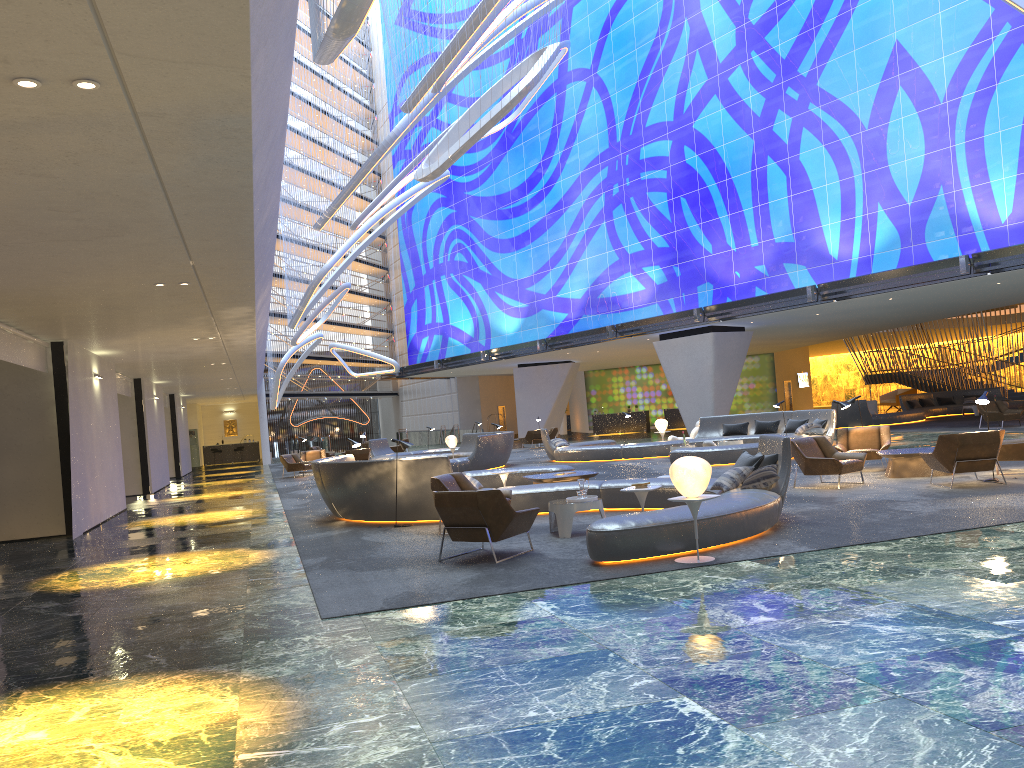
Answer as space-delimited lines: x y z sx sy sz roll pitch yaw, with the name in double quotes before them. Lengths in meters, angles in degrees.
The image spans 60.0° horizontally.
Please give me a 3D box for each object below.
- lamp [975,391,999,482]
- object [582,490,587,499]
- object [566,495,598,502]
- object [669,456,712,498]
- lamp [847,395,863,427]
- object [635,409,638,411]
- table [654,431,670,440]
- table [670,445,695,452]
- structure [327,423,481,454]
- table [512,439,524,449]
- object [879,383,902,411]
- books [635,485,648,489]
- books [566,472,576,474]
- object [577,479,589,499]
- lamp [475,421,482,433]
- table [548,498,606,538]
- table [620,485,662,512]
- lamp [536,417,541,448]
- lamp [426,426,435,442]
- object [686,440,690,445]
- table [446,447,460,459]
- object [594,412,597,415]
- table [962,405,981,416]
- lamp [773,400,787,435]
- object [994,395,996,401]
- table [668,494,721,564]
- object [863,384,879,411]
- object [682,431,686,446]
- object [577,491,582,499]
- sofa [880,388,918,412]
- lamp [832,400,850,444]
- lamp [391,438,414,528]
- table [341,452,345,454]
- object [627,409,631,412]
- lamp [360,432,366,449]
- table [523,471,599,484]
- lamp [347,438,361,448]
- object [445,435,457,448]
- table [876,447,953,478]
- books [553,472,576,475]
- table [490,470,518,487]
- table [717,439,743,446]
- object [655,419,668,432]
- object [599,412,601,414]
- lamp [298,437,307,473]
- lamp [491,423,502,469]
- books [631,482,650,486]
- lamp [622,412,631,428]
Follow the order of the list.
"lamp" 6.768 0.750 12.619 0.202 1.300 0.383 -5 0 36
"object" 0.878 1.344 10.681 0.071 0.118 0.071 -5 -1 42
"object" 0.848 1.391 10.729 0.381 0.038 0.382 -4 -2 -24
"object" 1.670 0.870 8.288 0.366 0.387 0.318 -4 -1 -34
"lamp" 7.920 0.912 20.321 0.384 1.300 0.201 -5 0 28
"object" 6.694 1.394 47.575 0.150 0.145 0.150 -5 -1 17
"table" 4.536 1.729 26.655 0.417 0.595 0.428 -4 -1 -42
"table" 4.101 1.710 21.581 0.672 0.406 0.673 -6 -2 36
"structure" -8.637 7.345 61.931 9.298 8.398 19.755 -4 -2 -16
"table" -0.031 2.591 38.199 1.202 0.392 1.204 -4 -2 -16
"object" 20.797 0.629 48.642 1.204 1.664 0.476 -5 0 -6
"books" 1.397 1.105 9.575 0.129 0.030 0.182 -5 -2 6
"books" 1.012 1.548 15.439 0.133 0.012 0.189 -4 -2 -26
"object" 0.862 1.281 10.777 0.130 0.252 0.103 -4 0 -33
"lamp" -1.471 2.289 39.193 0.384 1.300 0.202 -5 0 1
"table" 0.782 1.622 10.815 0.670 0.406 0.674 -4 -1 -20
"table" 1.402 1.418 9.565 0.428 0.595 0.417 -5 -1 28
"lamp" 1.137 2.002 36.861 0.202 1.300 0.384 -5 0 0
"lamp" -3.004 2.202 32.823 0.384 1.300 0.202 -5 0 1
"object" 4.286 1.434 21.621 0.071 0.118 0.151 -5 -1 -6
"table" -1.803 2.263 27.384 0.417 0.595 0.428 -4 -1 -17
"object" 4.546 1.590 48.356 0.149 0.150 0.149 -5 -1 18
"table" 17.752 1.029 34.235 0.672 0.406 0.673 -5 -2 28
"lamp" 6.845 1.069 22.481 0.384 1.300 0.202 -5 0 -23
"object" 17.884 0.590 32.787 0.076 0.356 0.066 -5 0 -24
"table" 1.721 1.360 8.338 0.417 0.595 0.428 -4 -1 -42
"object" 19.740 0.716 48.732 0.477 1.664 1.203 -5 -1 39
"object" 4.183 1.319 21.500 0.076 0.356 0.066 -5 0 41
"object" 0.813 1.348 10.635 0.071 0.118 0.071 -4 -1 -34
"sofa" 19.869 0.851 45.582 1.063 1.179 3.416 -5 -2 10
"lamp" 5.975 0.927 16.032 0.384 1.300 0.201 -5 0 36
"lamp" -1.582 1.432 12.924 0.384 1.300 0.202 -5 0 -16
"table" -6.921 3.178 39.217 1.203 0.392 1.203 -5 -2 2
"object" 6.303 1.429 47.688 0.150 0.145 0.150 -5 -1 17
"lamp" -4.853 2.234 29.287 0.202 1.300 0.384 -5 0 0
"table" 0.851 1.768 15.390 1.202 0.392 1.204 -4 -2 -16
"lamp" -2.969 1.669 16.736 0.384 1.300 0.201 -5 0 33
"object" -1.874 1.775 27.343 0.366 0.387 0.318 -4 -1 -9
"table" 6.588 1.274 14.408 1.204 0.392 1.202 -5 -2 19
"books" 0.911 1.551 15.451 0.395 0.039 0.301 -5 -2 -2
"table" -0.106 1.688 14.091 0.417 0.595 0.428 -4 -1 -20
"table" 5.452 1.623 22.259 0.673 0.406 0.671 -5 -1 3
"object" 4.485 1.239 26.605 0.366 0.387 0.318 -4 -1 -34
"object" 4.780 1.589 48.276 0.108 0.108 0.111 -5 -1 18
"lamp" -7.461 2.521 31.619 0.384 1.300 0.202 -5 0 1
"lamp" -0.412 1.735 24.993 0.384 1.300 0.202 -5 0 1
"books" 1.391 1.079 9.573 0.133 0.022 0.189 -6 -2 35
"lamp" 3.472 1.482 26.762 0.201 1.300 0.384 -5 0 -41
